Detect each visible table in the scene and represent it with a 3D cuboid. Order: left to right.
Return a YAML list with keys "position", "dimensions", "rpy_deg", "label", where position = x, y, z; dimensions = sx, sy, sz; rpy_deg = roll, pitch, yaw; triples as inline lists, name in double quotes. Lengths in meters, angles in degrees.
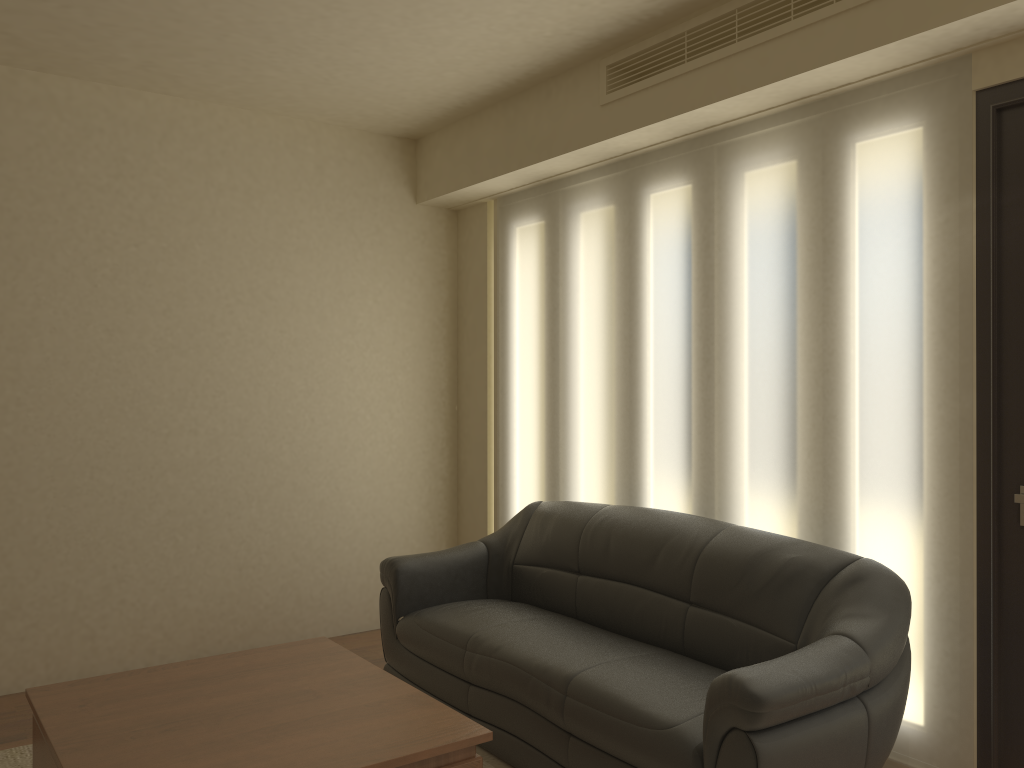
- position: [-0.818, 1.238, 2.714]
  dimensions: [1.045, 0.482, 1.213]
  rpy_deg: [0, 0, -35]
  label: "table"

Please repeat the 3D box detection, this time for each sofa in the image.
- position: [0.370, 1.010, 3.639]
  dimensions: [0.944, 0.918, 2.337]
  rpy_deg: [0, 0, -35]
  label: "sofa"

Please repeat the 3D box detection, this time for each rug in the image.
- position: [-0.462, 1.477, 2.515]
  dimensions: [2.482, 0.011, 3.592]
  rpy_deg: [0, 0, -35]
  label: "rug"

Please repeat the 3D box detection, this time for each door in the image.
- position: [1.893, 0.216, 2.604]
  dimensions: [0.118, 2.420, 1.011]
  rpy_deg: [0, 0, -35]
  label: "door"

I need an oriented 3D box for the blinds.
- position: [0.731, 0.109, 4.138]
  dimensions: [0.002, 2.453, 2.830]
  rpy_deg: [0, 0, -35]
  label: "blinds"
